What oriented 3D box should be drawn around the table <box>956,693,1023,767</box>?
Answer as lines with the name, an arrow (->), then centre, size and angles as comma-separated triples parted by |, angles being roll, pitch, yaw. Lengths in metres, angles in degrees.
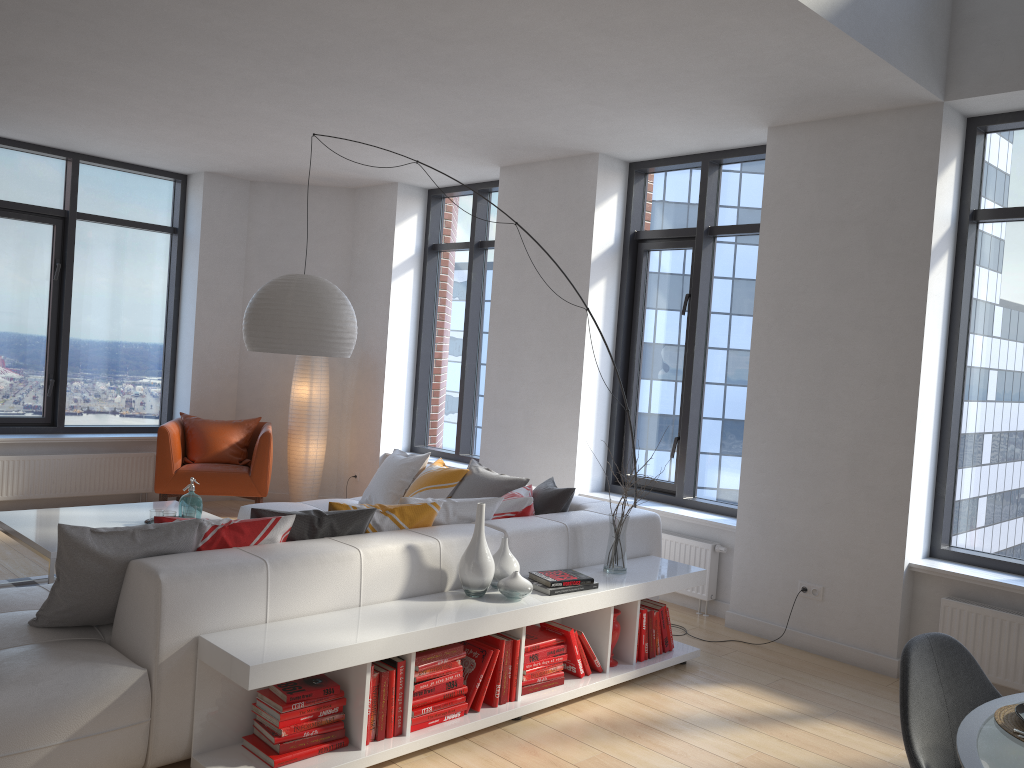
table -> 1.597, 1.205, 1.585 | 1.499, 0.764, 1.499 | 5, 2, 34

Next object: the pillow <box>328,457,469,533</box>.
pillow -> -0.614, 0.720, 4.942 | 0.630, 0.440, 2.095 | 4, 2, 2

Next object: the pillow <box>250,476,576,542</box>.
pillow -> -0.380, 0.736, 4.420 | 0.608, 0.436, 2.120 | 6, 2, 41

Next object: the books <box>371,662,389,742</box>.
books -> -0.548, 1.184, 3.351 | 0.034, 0.259, 0.207 | 2, 2, -45

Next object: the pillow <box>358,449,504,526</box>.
pillow -> -0.648, 0.690, 5.259 | 0.580, 0.456, 2.156 | 4, 2, -19

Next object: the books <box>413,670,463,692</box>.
books -> -0.355, 1.155, 3.531 | 0.191, 0.027, 0.261 | 6, 2, 41

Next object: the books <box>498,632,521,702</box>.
books -> -0.043, 1.202, 3.803 | 0.028, 0.269, 0.181 | 2, 2, -45

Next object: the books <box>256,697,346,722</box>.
books -> -0.760, 1.145, 3.196 | 0.269, 0.028, 0.179 | 3, 2, -44

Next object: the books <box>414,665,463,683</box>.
books -> -0.344, 1.131, 3.533 | 0.236, 0.023, 0.178 | 2, 2, -45

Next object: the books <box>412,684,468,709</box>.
books -> -0.365, 1.223, 3.550 | 0.301, 0.032, 0.227 | 2, 2, -45

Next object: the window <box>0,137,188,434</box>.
window -> -3.842, -0.775, 7.621 | 1.960, 2.402, 0.170 | 2, 2, -45

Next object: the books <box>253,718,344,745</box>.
books -> -0.767, 1.223, 3.188 | 0.266, 0.026, 0.187 | 3, 2, -39

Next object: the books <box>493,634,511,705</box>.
books -> -0.101, 1.198, 3.780 | 0.038, 0.270, 0.215 | 2, 2, -45

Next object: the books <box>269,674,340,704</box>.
books -> -0.748, 1.093, 3.195 | 0.206, 0.029, 0.152 | 3, 2, -39

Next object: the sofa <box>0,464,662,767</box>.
sofa -> -1.264, 0.935, 4.710 | 3.424, 0.732, 2.614 | 2, 2, -45

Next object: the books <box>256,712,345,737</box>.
books -> -0.763, 1.197, 3.199 | 0.257, 0.025, 0.182 | 2, 2, -45

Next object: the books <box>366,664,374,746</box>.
books -> -0.593, 1.166, 3.299 | 0.036, 0.294, 0.208 | 2, 2, -45

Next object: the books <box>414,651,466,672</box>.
books -> -0.341, 1.082, 3.533 | 0.187, 0.026, 0.266 | 6, 2, 40

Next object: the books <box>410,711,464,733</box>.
books -> -0.359, 1.308, 3.533 | 0.274, 0.029, 0.200 | 2, 2, -45

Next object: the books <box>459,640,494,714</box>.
books -> -0.196, 1.205, 3.673 | 0.144, 0.247, 0.188 | 2, 2, -44

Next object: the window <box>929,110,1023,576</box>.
window -> 2.894, -0.197, 4.434 | 0.170, 2.402, 1.310 | 2, 2, -45

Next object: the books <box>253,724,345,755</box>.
books -> -0.768, 1.252, 3.201 | 0.259, 0.034, 0.206 | 3, 2, -42

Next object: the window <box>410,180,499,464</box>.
window -> -0.333, -0.525, 7.697 | 0.170, 2.402, 1.310 | 2, 2, -45

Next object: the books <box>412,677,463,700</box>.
books -> -0.367, 1.187, 3.545 | 0.279, 0.039, 0.206 | 3, 2, -44

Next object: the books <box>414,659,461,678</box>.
books -> -0.361, 1.106, 3.526 | 0.257, 0.025, 0.182 | 2, 2, -45

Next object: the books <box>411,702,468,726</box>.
books -> -0.342, 1.280, 3.522 | 0.282, 0.030, 0.188 | 3, 2, -44

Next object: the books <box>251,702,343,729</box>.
books -> -0.775, 1.171, 3.207 | 0.261, 0.028, 0.191 | 2, 2, -45

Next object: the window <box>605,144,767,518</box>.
window -> 1.281, -0.361, 6.065 | 0.170, 2.402, 1.310 | 2, 2, -45

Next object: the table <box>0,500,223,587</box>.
table -> -2.207, 0.996, 5.000 | 1.091, 0.435, 1.091 | 2, 2, -45

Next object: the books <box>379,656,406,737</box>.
books -> -0.492, 1.170, 3.398 | 0.049, 0.291, 0.214 | 2, 2, -45

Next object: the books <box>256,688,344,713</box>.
books -> -0.761, 1.119, 3.197 | 0.178, 0.025, 0.254 | 6, 2, 45

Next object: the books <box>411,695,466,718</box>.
books -> -0.344, 1.253, 3.522 | 0.187, 0.026, 0.266 | 6, 2, 45

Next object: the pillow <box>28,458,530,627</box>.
pillow -> -0.906, 0.696, 4.352 | 0.647, 0.453, 2.953 | 5, 2, 33

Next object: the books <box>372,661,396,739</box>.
books -> -0.514, 1.185, 3.370 | 0.042, 0.259, 0.195 | 2, 2, -45

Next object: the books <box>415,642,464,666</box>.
books -> -0.358, 1.051, 3.526 | 0.206, 0.034, 0.259 | 6, 2, 42

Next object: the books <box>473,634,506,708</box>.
books -> -0.116, 1.194, 3.741 | 0.046, 0.282, 0.199 | 2, 2, -45

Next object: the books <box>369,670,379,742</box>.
books -> -0.571, 1.184, 3.326 | 0.031, 0.255, 0.181 | 2, 2, -45

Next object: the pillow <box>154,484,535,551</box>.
pillow -> -0.607, 0.753, 4.185 | 0.575, 0.449, 2.250 | 6, 2, 43

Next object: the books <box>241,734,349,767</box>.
books -> -0.777, 1.285, 3.185 | 0.301, 0.032, 0.227 | 2, 2, -45
